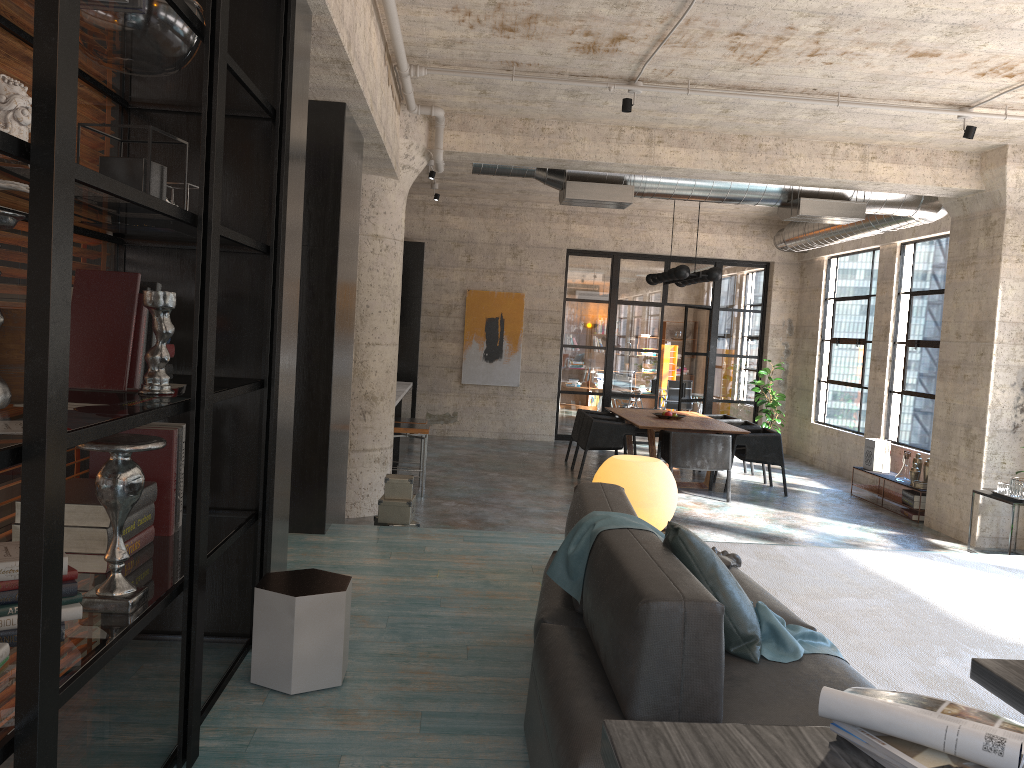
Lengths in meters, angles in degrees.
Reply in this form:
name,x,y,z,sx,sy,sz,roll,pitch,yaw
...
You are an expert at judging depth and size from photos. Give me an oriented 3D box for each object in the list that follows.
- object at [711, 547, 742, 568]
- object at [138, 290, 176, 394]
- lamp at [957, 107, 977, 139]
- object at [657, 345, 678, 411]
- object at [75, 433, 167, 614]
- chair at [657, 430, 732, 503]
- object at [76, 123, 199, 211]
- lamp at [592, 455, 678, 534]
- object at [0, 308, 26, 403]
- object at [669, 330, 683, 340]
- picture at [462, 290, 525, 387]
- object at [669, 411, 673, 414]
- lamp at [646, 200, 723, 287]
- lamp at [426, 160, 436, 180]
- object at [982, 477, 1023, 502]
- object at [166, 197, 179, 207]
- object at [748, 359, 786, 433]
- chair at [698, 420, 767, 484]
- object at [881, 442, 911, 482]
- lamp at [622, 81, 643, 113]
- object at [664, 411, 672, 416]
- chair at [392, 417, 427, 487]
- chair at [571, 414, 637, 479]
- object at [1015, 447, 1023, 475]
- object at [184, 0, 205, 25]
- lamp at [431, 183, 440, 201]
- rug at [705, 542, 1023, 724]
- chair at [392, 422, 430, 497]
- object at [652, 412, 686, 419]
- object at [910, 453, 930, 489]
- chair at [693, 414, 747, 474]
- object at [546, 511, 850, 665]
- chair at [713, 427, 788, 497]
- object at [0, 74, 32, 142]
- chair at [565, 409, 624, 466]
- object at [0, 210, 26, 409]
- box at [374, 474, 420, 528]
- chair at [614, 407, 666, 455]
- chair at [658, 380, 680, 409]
name,x,y,z,sx,sy,sz,roll,pitch,yaw
object,0.760,0.765,3.782,0.433,0.185,0.429,3,3,-8
object,-1.043,-0.123,2.615,0.099,0.301,0.099,3,3,-9
lamp,3.477,-1.989,6.786,0.107,0.236,0.145,2,4,-21
object,3.407,-0.034,19.471,0.304,1.640,0.342,3,3,-4
object,-1.006,0.353,2.263,0.218,0.433,0.218,3,4,-12
chair,2.066,0.900,10.113,0.707,0.738,0.754,3,3,-4
object,-1.003,-0.578,2.483,0.200,0.200,0.409,4,3,6
lamp,0.651,0.604,4.741,0.462,0.417,0.462,5,4,25
object,-1.251,-0.071,2.194,0.189,0.230,0.190,7,5,42
object,3.874,-1.131,20.692,0.434,0.217,0.430,3,3,-7
picture,-0.300,-0.726,14.164,0.928,1.494,0.029,3,3,-4
object,2.030,0.387,11.337,0.088,0.082,0.110,6,4,36
lamp,2.176,-1.928,11.173,0.583,1.327,1.813,3,3,-4
lamp,-1.003,-2.643,10.924,0.145,0.236,0.107,2,4,-21
object,4.394,0.863,7.700,0.327,0.253,0.546,3,3,-4
object,-1.260,-0.610,2.967,0.323,0.177,0.322,3,3,-4
object,4.033,0.388,13.956,0.514,1.552,0.886,3,3,-7
chair,2.901,0.861,11.597,0.754,0.738,0.707,4,3,1
object,4.400,0.880,10.072,0.199,0.365,0.703,4,3,8
lamp,0.902,-2.146,6.634,0.141,0.215,0.107,2,4,-21
object,2.016,0.385,11.266,0.100,0.097,0.219,6,4,40
chair,-1.184,0.742,9.770,0.450,0.698,0.450,3,3,-4
chair,1.173,0.785,11.127,0.754,0.738,0.707,3,3,-4
object,4.469,0.826,7.113,0.886,1.552,0.514,2,4,-17
object,-1.216,-1.129,2.852,0.430,0.217,0.434,3,3,-1
lamp,-1.103,-2.765,12.785,0.145,0.236,0.107,2,4,-21
rug,2.105,1.297,1.921,2.954,0.032,7.768,3,3,-4
chair,-1.103,0.780,9.232,0.450,0.698,0.450,3,3,-4
object,2.005,0.396,11.289,0.435,0.079,0.435,6,4,33
object,4.388,0.931,9.489,0.248,0.333,0.415,6,4,32
chair,2.835,0.810,12.384,0.754,0.738,0.707,3,3,-4
object,0.582,0.673,2.865,0.985,0.438,0.444,5,4,23
chair,2.901,0.912,10.751,0.754,0.738,0.707,4,3,1
object,-1.220,-0.605,2.071,0.131,0.280,0.252,4,3,4
chair,1.139,0.739,11.858,0.754,0.738,0.707,3,3,-4
object,-1.210,-0.167,1.993,0.191,0.447,0.192,7,5,44
box,-0.760,0.828,5.867,0.280,0.441,0.331,3,4,-14
chair,1.903,0.733,12.727,0.707,0.738,0.754,3,3,-4
chair,3.011,0.429,16.594,0.653,1.015,0.684,3,3,-5
